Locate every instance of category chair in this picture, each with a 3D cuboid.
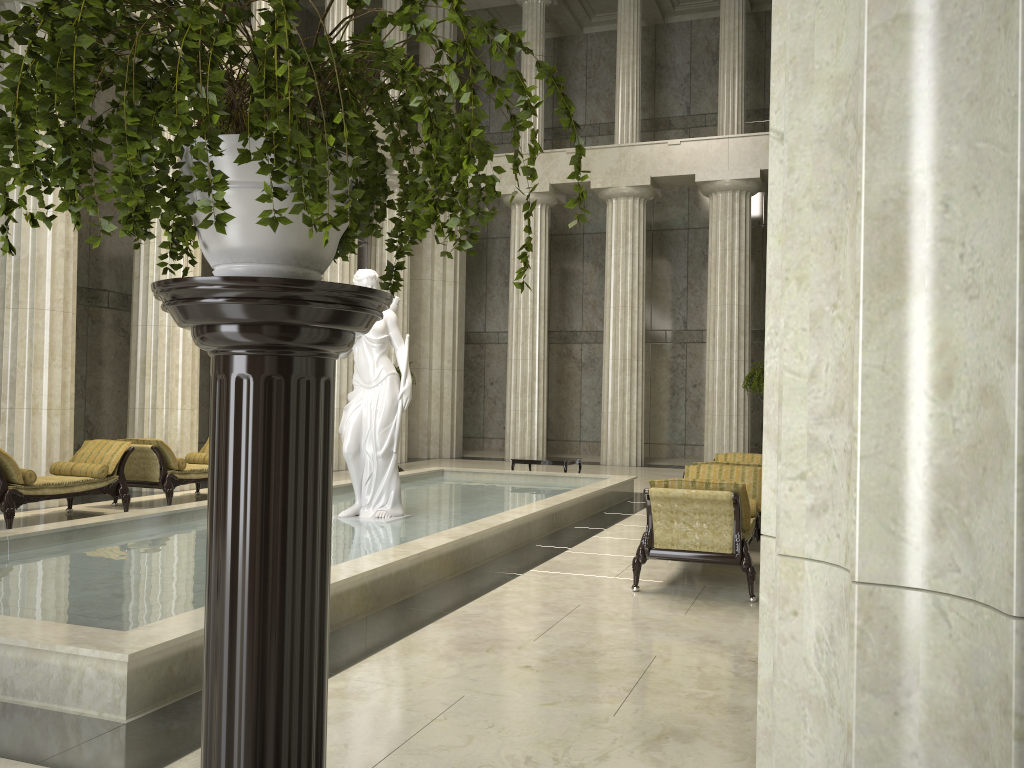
[{"bbox_3d":[1.740,1.246,7.911,0.993,0.950,2.172,1,-1,20],"label":"chair"},{"bbox_3d":[-5.563,1.164,10.527,0.993,0.950,2.172,1,-1,20],"label":"chair"},{"bbox_3d":[-4.731,1.229,12.850,0.993,0.950,2.172,1,-1,20],"label":"chair"},{"bbox_3d":[2.571,1.312,10.233,0.993,0.950,2.172,1,-1,20],"label":"chair"}]

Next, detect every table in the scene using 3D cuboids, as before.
[{"bbox_3d":[0.653,1.637,16.521,1.134,0.494,1.123,1,-1,18],"label":"table"}]

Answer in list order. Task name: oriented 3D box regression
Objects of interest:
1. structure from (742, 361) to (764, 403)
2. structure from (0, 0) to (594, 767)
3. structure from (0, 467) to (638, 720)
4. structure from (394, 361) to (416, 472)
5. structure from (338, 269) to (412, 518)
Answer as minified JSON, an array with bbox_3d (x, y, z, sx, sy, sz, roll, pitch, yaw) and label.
[{"bbox_3d":[4.774,0.766,16.383,1.053,2.386,1.159,1,-1,25],"label":"structure"},{"bbox_3d":[-0.473,0.353,1.664,1.053,2.386,1.159,2,-2,-40],"label":"structure"},{"bbox_3d":[-1.595,1.638,10.172,3.754,0.508,11.573,1,-1,20],"label":"structure"},{"bbox_3d":[-2.599,0.682,19.032,1.159,2.386,1.053,1,-1,15],"label":"structure"},{"bbox_3d":[-1.600,0.184,10.187,0.940,3.044,0.729,1,-1,14],"label":"structure"}]
